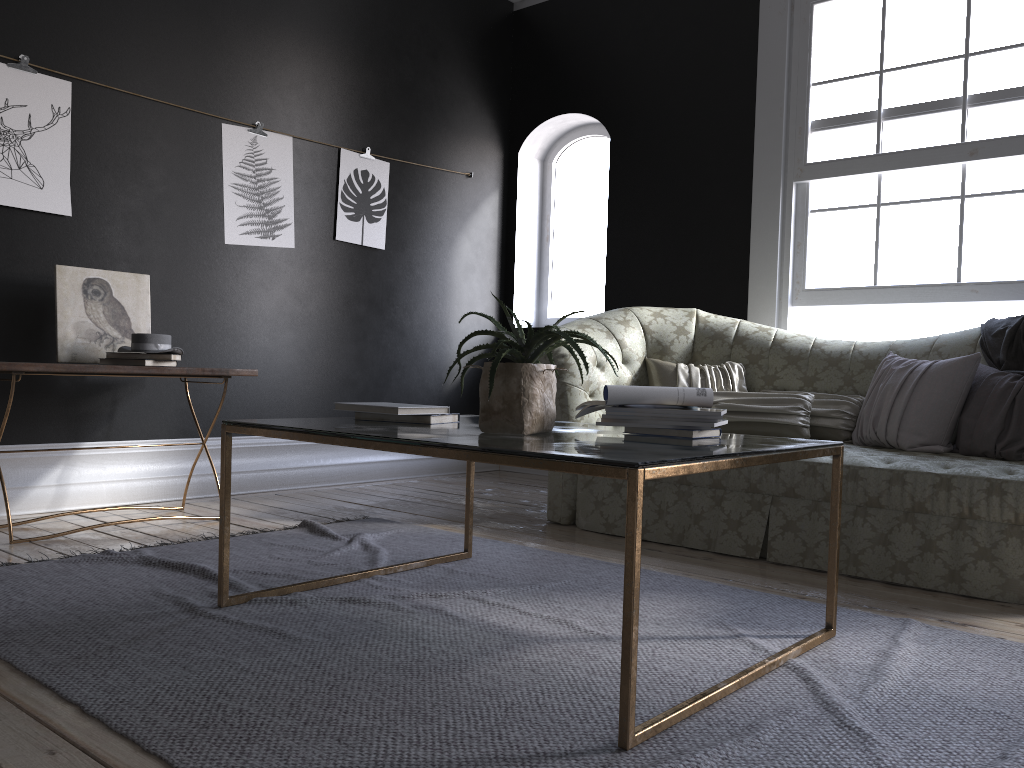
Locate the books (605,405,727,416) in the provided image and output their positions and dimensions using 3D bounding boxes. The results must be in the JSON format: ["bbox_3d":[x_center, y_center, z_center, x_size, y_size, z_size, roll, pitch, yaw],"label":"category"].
[{"bbox_3d":[0.450,0.075,2.564,0.318,0.011,0.252,2,1,17],"label":"books"}]

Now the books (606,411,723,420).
[{"bbox_3d":[0.444,0.086,2.571,0.318,0.011,0.252,2,1,12],"label":"books"}]

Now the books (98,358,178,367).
[{"bbox_3d":[-1.705,-0.098,4.047,0.268,0.029,0.203,2,1,20],"label":"books"}]

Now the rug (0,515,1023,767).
[{"bbox_3d":[-0.037,0.680,2.451,3.643,0.050,2.106,2,1,41],"label":"rug"}]

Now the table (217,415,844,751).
[{"bbox_3d":[0.034,0.414,2.588,1.448,0.558,1.092,2,1,40],"label":"table"}]

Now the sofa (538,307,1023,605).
[{"bbox_3d":[1.549,0.176,4.175,2.811,1.161,1.606,2,1,41],"label":"sofa"}]

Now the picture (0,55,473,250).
[{"bbox_3d":[-1.741,-1.166,4.699,0.058,0.771,4.457,3,1,40],"label":"picture"}]

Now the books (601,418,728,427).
[{"bbox_3d":[0.448,0.107,2.580,0.318,0.011,0.252,2,1,22],"label":"books"}]

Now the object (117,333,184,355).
[{"bbox_3d":[-1.640,-0.183,4.032,0.258,0.087,0.328,2,1,6],"label":"object"}]

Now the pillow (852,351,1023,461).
[{"bbox_3d":[1.916,0.083,3.800,0.405,0.462,0.963,1,1,-42],"label":"pillow"}]

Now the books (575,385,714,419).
[{"bbox_3d":[0.384,0.059,2.609,0.322,0.109,0.273,2,1,-15],"label":"books"}]

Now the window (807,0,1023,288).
[{"bbox_3d":[2.198,-1.347,4.760,1.262,1.672,0.056,3,2,40],"label":"window"}]

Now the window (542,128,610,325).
[{"bbox_3d":[0.574,-1.175,6.673,0.740,1.457,0.112,3,2,40],"label":"window"}]

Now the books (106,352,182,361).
[{"bbox_3d":[-1.675,-0.126,4.041,0.289,0.030,0.193,2,1,-9],"label":"books"}]

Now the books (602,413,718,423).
[{"bbox_3d":[0.435,0.096,2.588,0.318,0.011,0.252,2,1,12],"label":"books"}]

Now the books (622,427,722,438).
[{"bbox_3d":[0.462,0.135,2.562,0.231,0.023,0.162,2,1,41],"label":"books"}]

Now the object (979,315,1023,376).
[{"bbox_3d":[2.357,-0.079,3.622,0.517,0.585,1.366,2,1,0],"label":"object"}]

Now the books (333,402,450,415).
[{"bbox_3d":[-0.385,0.078,2.829,0.307,0.024,0.220,2,1,40],"label":"books"}]

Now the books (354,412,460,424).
[{"bbox_3d":[-0.341,0.106,2.877,0.289,0.030,0.193,2,1,24],"label":"books"}]

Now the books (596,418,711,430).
[{"bbox_3d":[0.409,0.116,2.601,0.318,0.011,0.252,2,1,7],"label":"books"}]

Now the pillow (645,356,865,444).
[{"bbox_3d":[1.139,0.073,4.430,1.105,0.416,0.529,2,1,40],"label":"pillow"}]
